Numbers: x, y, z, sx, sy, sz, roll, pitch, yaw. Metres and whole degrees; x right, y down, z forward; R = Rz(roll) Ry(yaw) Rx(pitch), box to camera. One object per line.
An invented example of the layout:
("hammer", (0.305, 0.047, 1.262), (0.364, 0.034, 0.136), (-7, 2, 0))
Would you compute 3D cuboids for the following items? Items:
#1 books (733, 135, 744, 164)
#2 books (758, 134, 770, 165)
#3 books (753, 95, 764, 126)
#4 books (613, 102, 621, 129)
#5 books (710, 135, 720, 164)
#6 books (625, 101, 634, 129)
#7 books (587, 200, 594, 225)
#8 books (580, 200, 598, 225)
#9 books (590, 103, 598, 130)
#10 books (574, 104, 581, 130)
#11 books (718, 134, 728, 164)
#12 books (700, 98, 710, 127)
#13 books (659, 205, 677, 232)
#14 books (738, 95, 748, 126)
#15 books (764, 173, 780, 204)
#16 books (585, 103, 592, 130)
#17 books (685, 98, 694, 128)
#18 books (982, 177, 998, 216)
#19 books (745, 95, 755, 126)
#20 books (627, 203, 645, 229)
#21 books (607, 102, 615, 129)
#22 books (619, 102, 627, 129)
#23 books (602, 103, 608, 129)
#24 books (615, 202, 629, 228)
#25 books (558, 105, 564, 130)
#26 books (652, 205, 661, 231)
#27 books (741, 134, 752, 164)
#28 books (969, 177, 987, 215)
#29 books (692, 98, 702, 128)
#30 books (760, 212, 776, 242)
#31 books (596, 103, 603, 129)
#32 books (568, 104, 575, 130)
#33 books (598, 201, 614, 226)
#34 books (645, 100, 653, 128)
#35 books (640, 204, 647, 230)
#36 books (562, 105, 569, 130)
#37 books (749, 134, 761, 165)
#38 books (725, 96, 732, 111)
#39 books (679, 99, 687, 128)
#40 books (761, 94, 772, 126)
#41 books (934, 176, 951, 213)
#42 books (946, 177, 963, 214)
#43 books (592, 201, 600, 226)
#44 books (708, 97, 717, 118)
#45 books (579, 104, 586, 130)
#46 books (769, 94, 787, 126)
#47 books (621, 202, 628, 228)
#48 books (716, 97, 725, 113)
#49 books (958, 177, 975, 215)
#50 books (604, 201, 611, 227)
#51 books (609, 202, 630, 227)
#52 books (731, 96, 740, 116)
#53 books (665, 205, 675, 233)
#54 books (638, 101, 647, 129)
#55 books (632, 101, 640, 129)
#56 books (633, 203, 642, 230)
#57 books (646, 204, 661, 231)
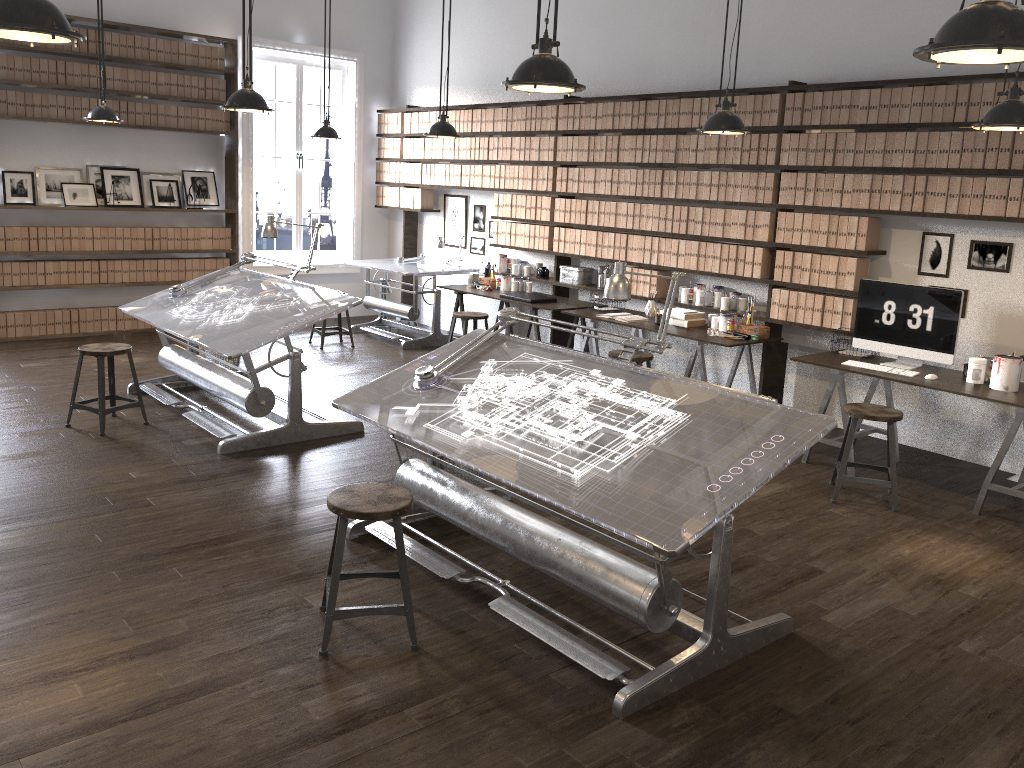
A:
("books", (1.739, -1.748, 6.626), (0.175, 0.223, 0.067), (-7, 14, -40))
("books", (1.884, -1.704, 6.463), (0.175, 0.223, 0.067), (-7, 14, -40))
("books", (1.847, -1.990, 6.473), (0.175, 0.223, 0.067), (-7, 14, -40))
("books", (0.948, -2.271, 7.525), (0.175, 0.223, 0.067), (-6, 14, -40))
("books", (1.604, -1.789, 6.781), (0.175, 0.224, 0.067), (-7, 14, -40))
("books", (1.036, -2.242, 7.416), (0.175, 0.223, 0.067), (-7, 14, -40))
("books", (0.753, -1.511, 7.849), (0.175, 0.223, 0.067), (-6, 14, -40))
("books", (0.701, -1.526, 7.902), (0.175, 0.224, 0.067), (-7, 14, -40))
("books", (0.772, -2.325, 7.724), (0.175, 0.224, 0.067), (-7, 14, -40))
("books", (0.639, -2.367, 7.882), (0.175, 0.223, 0.067), (-7, 14, -40))
("books", (1.651, -1.777, 6.735), (0.175, 0.223, 0.067), (-6, 14, -40))
("books", (1.538, -2.086, 6.831), (0.175, 0.223, 0.067), (-6, 14, -40))
("books", (1.285, -1.342, 7.217), (0.175, 0.224, 0.067), (-7, 14, -40))
("books", (1.760, -2.016, 6.573), (0.175, 0.223, 0.067), (-7, 14, -40))
("books", (1.922, -1.419, 6.448), (0.175, 0.223, 0.067), (-6, 14, -40))
("books", (0.730, -2.339, 7.779), (0.175, 0.223, 0.067), (-6, 14, -40))
("books", (1.442, -2.114, 6.937), (0.175, 0.224, 0.067), (-7, 14, -40))
("books", (2.900, -1.118, 5.302), (0.175, 0.223, 0.067), (-6, 14, -40))
("books", (1.800, -2.002, 6.520), (0.175, 0.224, 0.067), (-6, 14, -40))
("books", (1.058, -1.414, 7.484), (0.175, 0.224, 0.067), (-6, 14, -40))
("books", (0.901, -2.284, 7.571), (0.175, 0.224, 0.067), (-7, 14, -40))
("books", (0.994, -2.257, 7.471), (0.175, 0.223, 0.067), (-6, 14, -40))
("books", (0.861, -2.298, 7.624), (0.175, 0.223, 0.067), (-6, 14, -40))
("books", (0.974, -1.442, 7.588), (0.175, 0.223, 0.067), (-7, 14, -40))
("books", (0.506, -2.409, 8.039), (0.175, 0.223, 0.067), (-7, 14, -40))
("books", (1.238, -1.357, 7.272), (0.175, 0.223, 0.067), (-6, 14, -40))
("books", (1.788, -1.734, 6.575), (0.175, 0.223, 0.067), (-7, 14, -40))
("books", (2.853, -1.133, 5.359), (0.175, 0.223, 0.067), (-6, 14, -40))
("books", (1.489, -2.100, 6.883), (0.175, 0.223, 0.067), (-6, 14, -40))
("books", (1.907, -1.148, 6.490), (0.175, 0.224, 0.067), (-6, 14, -40))
("books", (0.820, -2.310, 7.671), (0.175, 0.223, 0.067), (-6, 14, -40))
("books", (0.590, -2.381, 7.934), (0.175, 0.223, 0.067), (-7, 14, -40))
("books", (0.844, -1.483, 7.743), (0.175, 0.223, 0.067), (-7, 14, -40))
("books", (1.181, -2.198, 7.253), (0.175, 0.223, 0.067), (-7, 14, -40))
("books", (1.153, -1.386, 7.383), (0.175, 0.223, 0.067), (-7, 14, -40))
("books", (0.543, -2.396, 7.989), (0.175, 0.224, 0.067), (-6, 14, -40))
("books", (1.832, -1.718, 6.516), (0.175, 0.224, 0.067), (-6, 14, -40))
("books", (1.671, -2.043, 6.672), (0.175, 0.224, 0.067), (-6, 14, -40))
("books", (1.405, -2.128, 6.987), (0.175, 0.223, 0.067), (-6, 14, -40))
("books", (1.893, -1.975, 6.420), (0.175, 0.223, 0.067), (-7, 14, -40))
("books", (2.713, -1.176, 5.514), (0.175, 0.223, 0.067), (-7, 14, -40))
("books", (2.762, -1.161, 5.462), (0.175, 0.223, 0.067), (-7, 14, -40))
("books", (0.795, -1.497, 7.793), (0.175, 0.223, 0.067), (-6, 14, -40))
("books", (1.586, -2.072, 6.781), (0.175, 0.223, 0.067), (-7, 14, -40))
("books", (0.687, -2.354, 7.832), (0.175, 0.223, 0.067), (-6, 14, -40))
("books", (1.935, -1.961, 6.364), (0.175, 0.223, 0.067), (-6, 14, -40))
("books", (1.013, -1.429, 7.540), (0.175, 0.223, 0.067), (-7, 14, -40))
("books", (1.629, -2.058, 6.727), (0.175, 0.223, 0.067), (-7, 14, -40))
("books", (2.810, -1.148, 5.412), (0.175, 0.223, 0.067), (-6, 14, -40))
("books", (0.889, -1.469, 7.689), (0.175, 0.223, 0.067), (-7, 14, -40))
("books", (0.928, -1.454, 7.635), (0.175, 0.224, 0.067), (-6, 14, -40))
("books", (1.719, -2.029, 6.619), (0.175, 0.223, 0.067), (-7, 14, -40))
("books", (1.328, -1.330, 7.173), (0.175, 0.223, 0.067), (-6, 14, -40))
("books", (1.129, -2.213, 7.305), (0.175, 0.224, 0.067), (-6, 14, -40))
("books", (1.085, -2.229, 7.365), (0.175, 0.223, 0.067), (-7, 14, -40))
("books", (1.106, -1.400, 7.434), (0.175, 0.223, 0.067), (-7, 14, -40))
("books", (1.194, -1.372, 7.328), (0.175, 0.223, 0.067), (-6, 14, -40))
